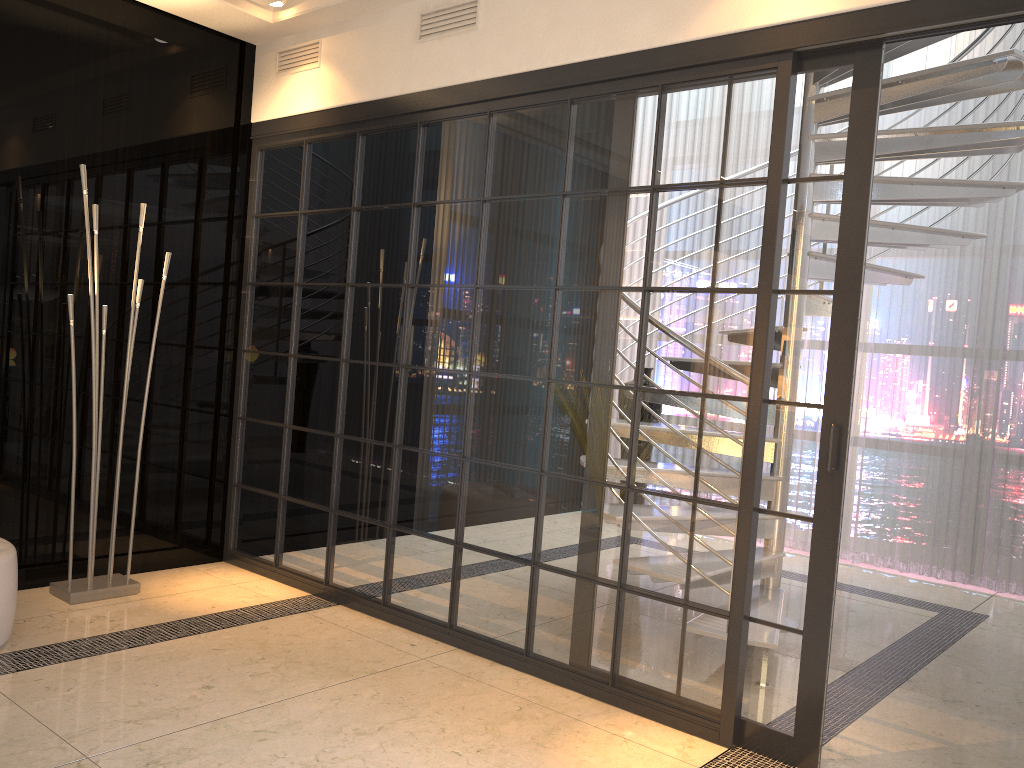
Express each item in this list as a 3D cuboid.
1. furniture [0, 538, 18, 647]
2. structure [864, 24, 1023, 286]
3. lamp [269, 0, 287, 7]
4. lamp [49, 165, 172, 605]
[{"bbox_3d":[-2.113,0.726,3.036,0.735,0.357,0.735,5,2,12],"label":"furniture"},{"bbox_3d":[0.775,-0.986,4.632,3.425,4.134,1.964,6,2,40],"label":"structure"},{"bbox_3d":[-1.066,-1.772,3.999,0.107,0.127,0.107,5,2,21],"label":"lamp"},{"bbox_3d":[-1.724,0.012,3.797,0.200,1.801,0.418,6,2,40],"label":"lamp"}]
